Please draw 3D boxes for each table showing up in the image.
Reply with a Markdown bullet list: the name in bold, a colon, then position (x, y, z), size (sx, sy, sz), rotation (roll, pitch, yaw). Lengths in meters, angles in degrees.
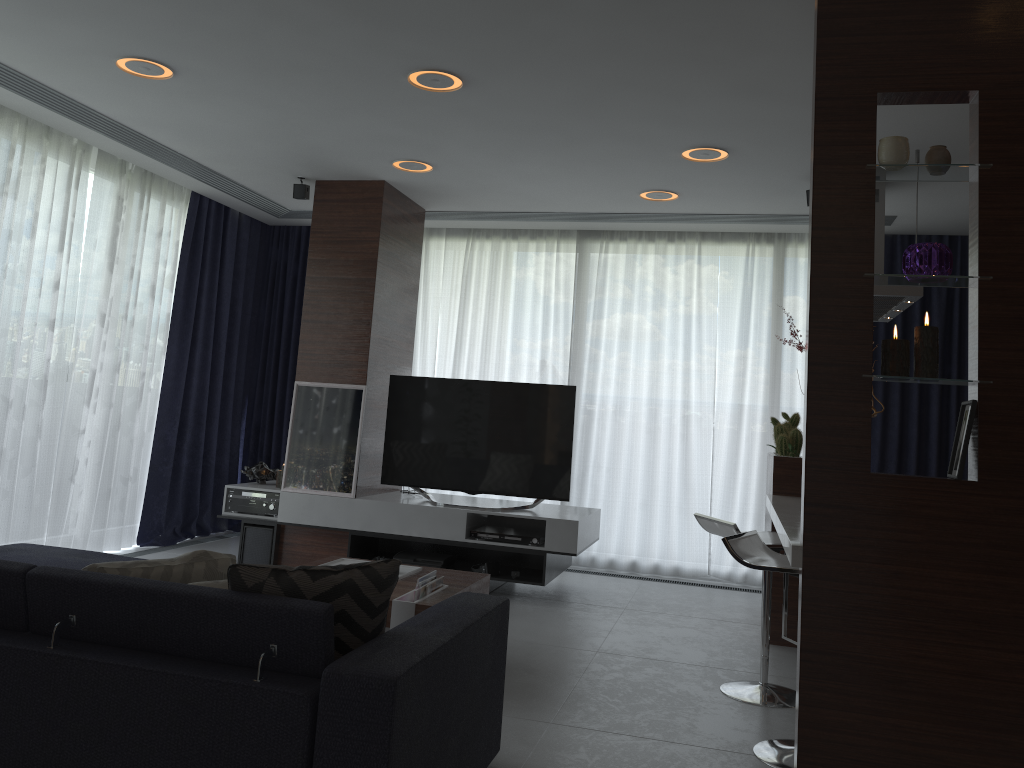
- **table**: position (-0.597, 1.000, 3.790), size (0.801, 0.356, 0.798), rotation (3, -3, 14)

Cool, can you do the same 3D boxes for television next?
- **television**: position (-0.220, 0.370, 5.569), size (1.231, 0.794, 0.294), rotation (3, -7, 15)

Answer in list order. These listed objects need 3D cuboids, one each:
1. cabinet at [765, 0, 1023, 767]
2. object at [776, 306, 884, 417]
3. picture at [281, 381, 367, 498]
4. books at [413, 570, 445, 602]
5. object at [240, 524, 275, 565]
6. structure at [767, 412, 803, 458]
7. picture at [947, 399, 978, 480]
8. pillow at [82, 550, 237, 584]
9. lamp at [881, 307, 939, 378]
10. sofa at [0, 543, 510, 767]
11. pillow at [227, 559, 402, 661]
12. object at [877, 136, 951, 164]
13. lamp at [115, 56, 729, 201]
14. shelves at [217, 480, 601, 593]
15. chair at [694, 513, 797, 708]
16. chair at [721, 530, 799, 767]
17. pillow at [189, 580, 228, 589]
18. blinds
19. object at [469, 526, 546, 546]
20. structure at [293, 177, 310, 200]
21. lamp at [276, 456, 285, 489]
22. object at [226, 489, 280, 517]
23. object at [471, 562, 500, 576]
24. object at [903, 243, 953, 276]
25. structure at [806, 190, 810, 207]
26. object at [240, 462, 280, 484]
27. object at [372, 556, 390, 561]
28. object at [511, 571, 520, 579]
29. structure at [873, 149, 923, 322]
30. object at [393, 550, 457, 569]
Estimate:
- **cabinet**: position (1.612, 0.057, 4.052), size (0.787, 2.575, 3.304), rotation (2, -4, 14)
- **object**: position (0.999, 0.113, 2.805), size (0.387, 0.742, 0.196), rotation (4, -7, -4)
- **picture**: position (-1.192, 0.345, 5.609), size (0.500, 0.708, 0.052), rotation (3, -7, 14)
- **books**: position (3.159, 1.187, 3.990), size (8.227, 0.377, 0.402), rotation (4, -5, -6)
- **object**: position (-1.586, 1.040, 5.709), size (0.213, 0.254, 0.252), rotation (3, -5, 14)
- **structure**: position (1.603, 0.294, 5.183), size (0.223, 0.288, 0.991), rotation (2, -3, 17)
- **picture**: position (1.270, 0.157, 2.493), size (0.051, 0.224, 0.173), rotation (2, -6, 18)
- **pillow**: position (-0.988, 0.619, 2.412), size (0.416, 0.355, 0.279), rotation (7, -6, -32)
- **lamp**: position (1.154, -0.119, 2.563), size (0.153, 0.212, 0.076), rotation (1, -7, 26)
- **sofa**: position (-1.417, 0.786, 3.110), size (2.875, 0.614, 1.882), rotation (3, -3, 15)
- **pillow**: position (-0.512, 0.616, 2.219), size (0.414, 0.390, 0.220), rotation (5, -6, -15)
- **object**: position (1.191, -0.674, 2.608), size (0.218, 0.087, 0.087), rotation (4, -5, -2)
- **lamp**: position (2.567, -1.166, 3.128), size (9.584, 0.085, 5.303), rotation (4, -2, 1)
- **shelves**: position (-0.660, 0.999, 5.799), size (2.351, 0.504, 0.865), rotation (3, -4, 15)
- **chair**: position (1.037, 0.932, 3.721), size (0.463, 0.716, 0.393), rotation (5, -6, -13)
- **chair**: position (0.994, 0.902, 3.032), size (0.464, 0.716, 0.392), rotation (0, -7, 32)
- **pillow**: position (-0.707, 0.645, 2.366), size (0.414, 0.297, 0.328), rotation (6, -5, -23)
- **blinds**: position (-0.451, -0.218, 3.592), size (5.804, 2.799, 7.072), rotation (3, -3, 18)
- **object**: position (-0.004, 0.923, 5.371), size (0.430, 0.053, 0.332), rotation (3, -2, 15)
- **structure**: position (-1.406, -1.299, 5.903), size (0.084, 0.144, 0.113), rotation (4, -5, 4)
- **lamp**: position (-1.501, 0.582, 5.832), size (0.077, 0.213, 0.152), rotation (7, -7, -27)
- **object**: position (-1.632, 0.778, 5.865), size (0.370, 0.152, 0.365), rotation (3, -3, 15)
- **object**: position (-0.168, 1.101, 5.321), size (0.183, 0.080, 0.116), rotation (1, -5, 44)
- **object**: position (1.207, -0.353, 2.566), size (0.132, 0.098, 0.134), rotation (7, -5, -35)
- **structure**: position (1.784, -1.104, 5.159), size (0.113, 0.144, 0.084), rotation (8, -7, -35)
- **object**: position (-1.693, 0.606, 6.030), size (0.309, 0.151, 0.136), rotation (6, -5, -28)
- **object**: position (-0.804, 1.082, 5.450), size (0.112, 0.037, 0.070), rotation (3, -4, 27)
- **object**: position (0.022, 1.127, 5.208), size (0.044, 0.044, 0.043), rotation (3, -5, 15)
- **structure**: position (1.965, -0.793, 4.958), size (0.447, 0.767, 1.034), rotation (2, -4, 14)
- **object**: position (-0.535, 1.085, 5.470), size (0.314, 0.068, 0.311), rotation (3, -3, 15)
